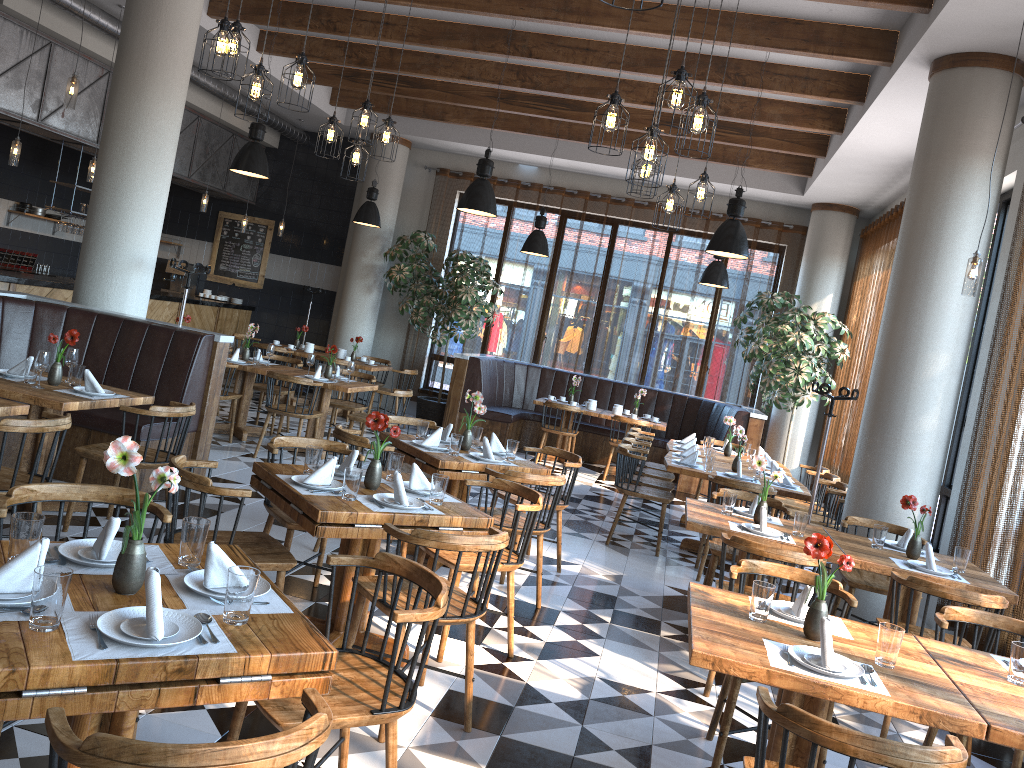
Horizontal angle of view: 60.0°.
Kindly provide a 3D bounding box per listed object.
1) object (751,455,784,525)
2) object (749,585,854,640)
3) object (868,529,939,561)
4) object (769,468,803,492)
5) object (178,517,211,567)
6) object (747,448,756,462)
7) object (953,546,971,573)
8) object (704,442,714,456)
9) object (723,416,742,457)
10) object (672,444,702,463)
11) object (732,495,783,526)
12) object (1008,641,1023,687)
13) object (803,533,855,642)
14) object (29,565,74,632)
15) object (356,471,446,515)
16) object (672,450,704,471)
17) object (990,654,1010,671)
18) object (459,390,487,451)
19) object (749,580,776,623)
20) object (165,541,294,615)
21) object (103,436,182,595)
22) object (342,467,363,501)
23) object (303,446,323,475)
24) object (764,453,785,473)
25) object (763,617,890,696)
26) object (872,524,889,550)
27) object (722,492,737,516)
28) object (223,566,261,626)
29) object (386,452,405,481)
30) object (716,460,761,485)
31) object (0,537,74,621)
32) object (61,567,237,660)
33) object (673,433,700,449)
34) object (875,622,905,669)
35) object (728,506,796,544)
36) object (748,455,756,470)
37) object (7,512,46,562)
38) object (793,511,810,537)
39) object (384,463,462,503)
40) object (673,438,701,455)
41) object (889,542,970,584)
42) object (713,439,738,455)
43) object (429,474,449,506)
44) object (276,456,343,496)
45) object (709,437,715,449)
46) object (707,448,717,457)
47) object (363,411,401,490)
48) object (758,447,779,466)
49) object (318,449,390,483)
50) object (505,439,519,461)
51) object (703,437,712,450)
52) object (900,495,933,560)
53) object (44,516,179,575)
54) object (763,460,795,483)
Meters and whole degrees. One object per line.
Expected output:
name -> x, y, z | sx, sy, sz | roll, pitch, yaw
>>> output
object -> 1.483, 0.625, 5.236 | 0.206, 0.400, 0.147 | 10, 2, -25
object -> 1.086, 0.805, 3.315 | 0.352, 0.137, 0.272 | 12, 3, 11
object -> 2.355, 0.922, 5.307 | 0.352, 0.137, 0.272 | 12, 3, 11
object -> 2.268, 0.776, 7.333 | 0.272, 0.137, 0.352 | 11, 3, 11
object -> -0.935, 0.464, 2.597 | 0.080, 0.132, 0.080 | 12, 2, 26
object -> 2.356, 0.706, 8.733 | 0.080, 0.132, 0.080 | 11, 2, -4
object -> 2.487, 0.976, 4.909 | 0.080, 0.132, 0.080 | 12, 2, 36
object -> 1.892, 0.629, 8.536 | 0.080, 0.132, 0.080 | 11, 2, -4
object -> 2.203, 0.527, 8.925 | 0.207, 0.400, 0.146 | 11, 2, 9
object -> 1.608, 0.601, 8.069 | 0.272, 0.137, 0.352 | 11, 3, 11
object -> 1.498, 0.746, 5.473 | 0.352, 0.137, 0.272 | 12, 3, 11
object -> 1.727, 0.951, 3.004 | 0.079, 0.132, 0.080 | 9, 3, -44
object -> 1.076, 0.706, 3.101 | 0.156, 0.355, 0.171 | 11, 2, -11
object -> -1.040, 0.483, 1.989 | 0.080, 0.132, 0.080 | 12, 2, 26
object -> -0.494, 0.463, 3.900 | 0.351, 0.137, 0.273 | 9, 4, -34
object -> 1.501, 0.617, 7.506 | 0.272, 0.137, 0.352 | 11, 3, 11
object -> 1.943, 0.981, 3.149 | 0.352, 0.137, 0.272 | 12, 3, 11
object -> -0.266, 0.245, 5.904 | 0.207, 0.400, 0.146 | 12, 2, 30
object -> 0.890, 0.779, 3.166 | 0.080, 0.132, 0.080 | 11, 2, -4
object -> -0.776, 0.502, 2.441 | 0.271, 0.137, 0.353 | 9, 4, -34
object -> -0.984, 0.337, 2.300 | 0.147, 0.400, 0.206 | 12, 2, 22
object -> -0.692, 0.433, 3.815 | 0.080, 0.132, 0.080 | 11, 2, 16
object -> -0.938, 0.363, 4.164 | 0.080, 0.132, 0.080 | 11, 2, 16
object -> 2.500, 0.743, 8.549 | 0.272, 0.137, 0.352 | 11, 3, 11
object -> 0.992, 0.821, 2.790 | 0.352, 0.137, 0.272 | 12, 3, 11
object -> 2.138, 0.892, 5.159 | 0.080, 0.132, 0.080 | 12, 2, 36
object -> 1.301, 0.721, 5.322 | 0.080, 0.132, 0.080 | 11, 2, -4
object -> -0.687, 0.535, 2.235 | 0.080, 0.132, 0.080 | 12, 2, 26
object -> -0.587, 0.414, 4.422 | 0.080, 0.132, 0.080 | 12, 2, 26
object -> 1.870, 0.703, 7.276 | 0.352, 0.137, 0.272 | 12, 3, 11
object -> -1.207, 0.439, 2.136 | 0.271, 0.137, 0.353 | 9, 4, -34
object -> -0.841, 0.514, 2.069 | 0.351, 0.137, 0.273 | 9, 4, -34
object -> 1.841, 0.568, 9.289 | 0.272, 0.137, 0.352 | 11, 3, 11
object -> 1.238, 0.863, 2.916 | 0.080, 0.132, 0.080 | 11, 2, -4
object -> 1.404, 0.762, 4.948 | 0.352, 0.137, 0.272 | 12, 3, 11
object -> 2.199, 0.717, 8.082 | 0.080, 0.132, 0.080 | 11, 2, -4
object -> -1.287, 0.413, 2.338 | 0.080, 0.132, 0.080 | 12, 2, 26
object -> 1.650, 0.804, 5.071 | 0.080, 0.132, 0.080 | 11, 2, -4
object -> -0.430, 0.452, 4.272 | 0.271, 0.137, 0.353 | 9, 4, -34
object -> 1.733, 0.584, 8.721 | 0.272, 0.137, 0.352 | 11, 3, 11
object -> 2.261, 0.938, 4.782 | 0.352, 0.137, 0.272 | 12, 3, 11
object -> 2.246, 0.644, 9.319 | 0.352, 0.137, 0.272 | 12, 3, 11
object -> -0.338, 0.485, 4.061 | 0.080, 0.132, 0.080 | 11, 2, 16
object -> -0.860, 0.388, 3.967 | 0.271, 0.137, 0.353 | 9, 4, -34
object -> 2.054, 0.619, 9.180 | 0.080, 0.132, 0.080 | 11, 2, -4
object -> 1.770, 0.646, 7.894 | 0.080, 0.132, 0.080 | 11, 2, -4
object -> -0.630, 0.310, 4.154 | 0.155, 0.355, 0.171 | 10, 2, -24
object -> 2.614, 0.726, 9.149 | 0.272, 0.137, 0.352 | 11, 3, 11
object -> -0.796, 0.377, 4.340 | 0.351, 0.137, 0.273 | 9, 4, -34
object -> -0.003, 0.437, 5.821 | 0.080, 0.132, 0.080 | 10, 2, -14
object -> 1.997, 0.614, 9.085 | 0.080, 0.132, 0.080 | 11, 2, -4
object -> 2.285, 0.813, 5.069 | 0.172, 0.355, 0.155 | 12, 2, 33
object -> -1.142, 0.427, 2.509 | 0.351, 0.137, 0.273 | 9, 4, -34
object -> 2.375, 0.760, 7.896 | 0.272, 0.137, 0.352 | 11, 3, 11
